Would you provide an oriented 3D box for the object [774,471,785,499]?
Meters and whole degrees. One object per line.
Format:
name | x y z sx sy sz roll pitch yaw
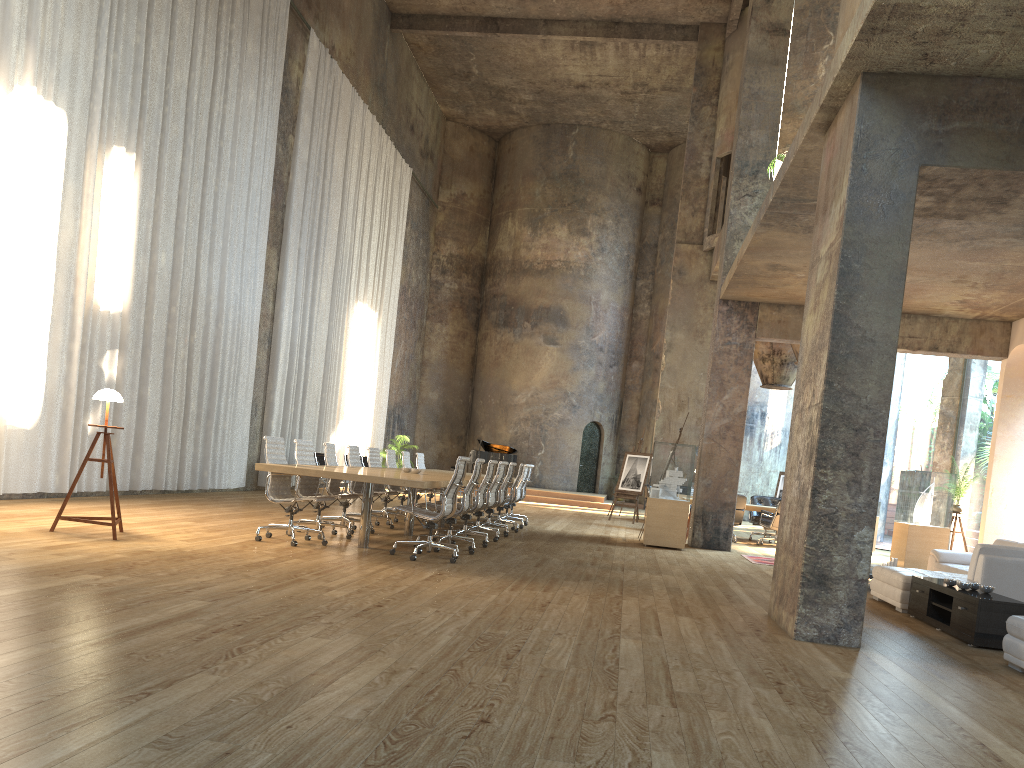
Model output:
object | 7.161 2.770 22.654 0.696 2.153 0.687 7 2 37

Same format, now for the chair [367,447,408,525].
chair | -1.704 1.426 12.228 0.696 1.028 0.667 6 0 16

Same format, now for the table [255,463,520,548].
table | -1.108 1.583 11.830 1.598 0.759 7.736 5 -5 8

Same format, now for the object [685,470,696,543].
object | 3.225 2.047 14.766 0.570 1.301 0.658 6 1 8

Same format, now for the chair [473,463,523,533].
chair | -0.184 1.662 13.071 0.698 1.028 0.665 6 0 7

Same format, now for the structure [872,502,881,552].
structure | 7.000 2.868 17.977 0.734 1.017 0.744 6 0 8

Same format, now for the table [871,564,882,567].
table | 4.335 2.299 10.534 0.858 0.247 0.371 5 -3 7

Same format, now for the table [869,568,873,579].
table | 4.284 2.282 10.169 0.788 0.203 1.113 5 -5 8

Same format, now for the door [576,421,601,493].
door | 2.433 2.325 28.045 0.908 2.303 0.090 5 3 -34

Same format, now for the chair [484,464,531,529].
chair | -0.079 1.751 13.921 0.696 1.028 0.667 6 0 16

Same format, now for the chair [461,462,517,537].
chair | -0.312 1.565 12.147 0.697 1.028 0.666 6 0 13

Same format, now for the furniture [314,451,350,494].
furniture | -3.472 1.783 17.195 0.707 0.842 1.877 6 -4 8

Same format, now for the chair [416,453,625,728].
chair | 1.448 1.975 14.547 12.926 1.033 31.592 5 -5 8

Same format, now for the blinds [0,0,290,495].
blinds | -4.832 -2.851 11.703 0.274 8.664 7.841 6 -1 9

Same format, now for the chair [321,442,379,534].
chair | -1.934 1.238 10.429 0.698 1.028 0.665 6 0 7

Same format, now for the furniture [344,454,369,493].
furniture | -3.157 2.031 19.562 0.707 0.842 1.877 6 -4 8

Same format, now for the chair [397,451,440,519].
chair | -1.469 1.615 14.030 0.697 1.028 0.666 6 0 11

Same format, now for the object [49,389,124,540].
object | -3.522 0.692 7.656 0.566 1.301 0.662 7 1 41

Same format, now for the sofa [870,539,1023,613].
sofa | 4.821 2.009 9.451 2.060 0.722 2.937 5 -5 8

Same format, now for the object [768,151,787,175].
object | 4.337 -2.349 12.732 1.397 1.814 1.359 6 0 14

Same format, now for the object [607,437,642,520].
object | 2.828 2.167 21.025 0.679 2.153 0.704 7 2 34

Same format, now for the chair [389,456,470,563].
chair | -0.793 1.185 8.533 0.697 1.028 0.666 6 0 14

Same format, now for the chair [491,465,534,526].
chair | 0.000 1.837 14.782 0.697 1.028 0.666 6 0 13

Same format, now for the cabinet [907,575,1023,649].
cabinet | 3.714 1.873 7.271 0.395 0.369 1.566 6 -5 8

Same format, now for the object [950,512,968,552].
object | 6.933 2.520 13.987 0.662 0.975 0.566 6 1 -28

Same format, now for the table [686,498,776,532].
table | 4.417 2.635 16.672 2.405 0.702 1.107 5 -3 7

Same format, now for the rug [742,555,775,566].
rug | 4.558 2.607 12.395 2.457 0.009 1.350 5 -5 8

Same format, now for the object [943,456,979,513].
object | 7.093 1.580 13.944 0.688 0.942 0.858 6 -1 -1

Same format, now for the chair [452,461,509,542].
chair | -0.431 1.473 11.274 0.696 1.028 0.667 6 0 16

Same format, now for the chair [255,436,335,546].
chair | -2.132 1.062 8.720 0.697 1.028 0.666 6 0 13

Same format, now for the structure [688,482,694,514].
structure | 3.805 2.691 19.714 0.742 1.017 0.736 6 0 8

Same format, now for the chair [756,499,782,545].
chair | 4.838 2.516 15.919 0.732 0.894 0.817 6 -1 -18

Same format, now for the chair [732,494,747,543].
chair | 3.837 2.420 16.018 0.729 0.894 0.821 6 -1 2

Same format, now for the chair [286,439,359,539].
chair | -2.047 1.149 9.581 0.696 1.028 0.667 6 0 16

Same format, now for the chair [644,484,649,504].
chair | 2.896 2.399 16.878 0.820 0.895 0.730 6 -1 4

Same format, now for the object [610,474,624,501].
object | 3.561 3.302 28.342 0.908 0.993 0.911 6 -1 19

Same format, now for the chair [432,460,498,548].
chair | -0.547 1.380 10.383 0.697 1.028 0.666 6 0 13

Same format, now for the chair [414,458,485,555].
chair | -0.666 1.284 9.473 0.697 1.028 0.666 6 0 11

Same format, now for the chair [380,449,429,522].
chair | -1.588 1.519 13.120 0.697 1.028 0.666 6 0 13

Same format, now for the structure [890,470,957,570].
structure | 6.333 2.131 13.578 0.593 1.552 0.742 6 1 8

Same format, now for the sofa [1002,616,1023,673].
sofa | 4.268 1.573 5.284 2.064 0.723 1.074 5 -3 7

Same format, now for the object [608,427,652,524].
object | 2.683 1.980 19.139 0.696 2.153 0.687 7 2 40

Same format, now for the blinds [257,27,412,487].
blinds | -3.692 -1.951 20.272 0.274 8.664 7.841 6 -1 9

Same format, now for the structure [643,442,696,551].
structure | 2.344 1.675 13.171 0.593 1.552 0.742 6 1 8

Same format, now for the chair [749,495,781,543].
chair | 5.032 2.667 17.356 0.728 0.894 0.823 6 -1 9

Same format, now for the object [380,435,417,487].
object | -3.014 2.062 23.091 1.092 1.460 1.128 6 0 -1

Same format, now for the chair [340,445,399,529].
chair | -1.823 1.334 11.356 0.697 1.028 0.666 6 0 13

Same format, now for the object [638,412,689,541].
object | 2.470 1.494 14.046 0.683 2.153 0.700 6 2 7
